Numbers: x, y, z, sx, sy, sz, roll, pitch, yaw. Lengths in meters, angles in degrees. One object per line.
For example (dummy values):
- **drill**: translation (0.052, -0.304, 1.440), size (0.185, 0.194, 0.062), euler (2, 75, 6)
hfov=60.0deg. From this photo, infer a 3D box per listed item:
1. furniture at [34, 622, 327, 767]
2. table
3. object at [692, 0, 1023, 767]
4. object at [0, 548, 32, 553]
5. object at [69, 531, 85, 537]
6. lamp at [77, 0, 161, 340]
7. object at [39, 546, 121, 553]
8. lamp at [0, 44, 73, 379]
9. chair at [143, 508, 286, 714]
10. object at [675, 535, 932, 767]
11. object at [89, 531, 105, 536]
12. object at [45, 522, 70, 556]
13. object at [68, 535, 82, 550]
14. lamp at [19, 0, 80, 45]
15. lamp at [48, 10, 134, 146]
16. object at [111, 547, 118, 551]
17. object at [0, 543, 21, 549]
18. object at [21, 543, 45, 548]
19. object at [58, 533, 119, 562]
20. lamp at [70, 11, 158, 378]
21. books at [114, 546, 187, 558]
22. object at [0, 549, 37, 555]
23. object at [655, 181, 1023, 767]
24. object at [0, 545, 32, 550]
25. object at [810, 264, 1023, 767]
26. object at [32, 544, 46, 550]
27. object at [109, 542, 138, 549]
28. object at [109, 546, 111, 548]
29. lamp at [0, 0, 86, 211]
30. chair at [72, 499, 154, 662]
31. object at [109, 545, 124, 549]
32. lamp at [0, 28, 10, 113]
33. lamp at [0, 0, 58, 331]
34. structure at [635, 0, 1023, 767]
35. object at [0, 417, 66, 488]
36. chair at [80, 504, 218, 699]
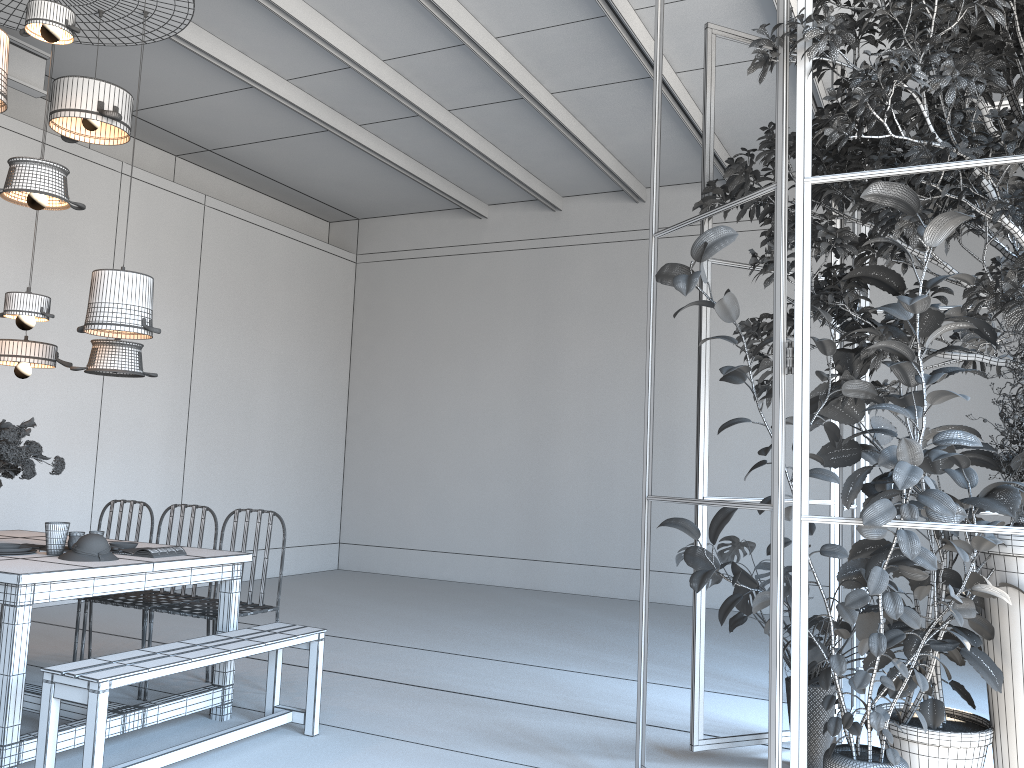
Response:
- **furniture**: translation (-1.285, 1.320, 3.640), size (0.300, 0.478, 1.260), euler (0, -6, 26)
- **table**: translation (-2.367, 1.185, 4.189), size (1.784, 0.819, 1.239), euler (0, -6, 26)
- **object**: translation (1.893, -0.414, 3.358), size (2.243, 4.154, 2.486), euler (3, -6, -2)
- **object**: translation (-2.257, 0.743, 3.949), size (0.211, 0.024, 0.211), euler (8, -8, -44)
- **object**: translation (-2.062, 0.739, 4.196), size (0.071, 0.076, 0.071), euler (7, -7, -38)
- **lamp**: translation (-1.868, -1.155, 4.386), size (0.312, 1.845, 0.352), euler (7, -7, -38)
- **object**: translation (-2.020, 0.781, 4.158), size (0.335, 0.012, 0.213), euler (2, -6, 3)
- **lamp**: translation (-2.667, -1.035, 5.005), size (0.323, 2.026, 0.404), euler (-1, -7, 29)
- **chair**: translation (-1.557, 1.159, 4.709), size (0.474, 0.975, 0.488), euler (0, -6, 26)
- **object**: translation (1.257, 1.204, 3.925), size (1.125, 1.001, 0.920), euler (0, -6, 24)
- **object**: translation (-2.076, 0.774, 4.428), size (0.071, 0.076, 0.071), euler (4, -6, -16)
- **object**: translation (-2.041, 0.694, 3.971), size (0.102, 0.146, 0.102), euler (3, -6, -9)
- **object**: translation (-2.032, 0.739, 4.127), size (0.065, 0.064, 0.065), euler (1, -6, 11)
- **lamp**: translation (-2.100, -1.840, 4.072), size (0.253, 0.564, 0.202), euler (5, -6, -25)
- **lamp**: translation (-2.267, -1.704, 4.829), size (0.505, 0.687, 0.403), euler (2, -6, 4)
- **object**: translation (-1.943, 0.774, 4.213), size (0.249, 0.017, 0.024), euler (-2, -7, 36)
- **object**: translation (-2.274, 0.733, 3.969), size (0.135, 0.029, 0.135), euler (0, -6, 19)
- **object**: translation (-2.345, 0.769, 4.191), size (0.179, 0.016, 0.182), euler (-1, -7, 31)
- **object**: translation (-1.845, 0.757, 3.869), size (0.260, 0.211, 0.236), euler (-3, -8, 44)
- **lamp**: translation (-2.044, -1.046, 4.753), size (0.301, 2.004, 0.359), euler (0, -6, 24)
- **books**: translation (-1.684, 0.778, 4.136), size (0.249, 0.041, 0.202), euler (0, -6, 24)
- **object**: translation (-2.248, 0.750, 3.951), size (0.236, 0.015, 0.236), euler (2, -6, -1)
- **object**: translation (1.193, 0.534, 3.184), size (1.253, 2.183, 1.309), euler (-2, -7, 37)
- **object**: translation (-2.257, 0.738, 3.949), size (0.211, 0.024, 0.211), euler (5, -6, -21)
- **object**: translation (1.643, 0.590, 3.658), size (0.868, 2.157, 1.270), euler (6, -7, -33)
- **object**: translation (-2.282, 0.779, 4.249), size (0.185, 0.014, 0.182), euler (1, -6, 10)
- **object**: translation (-1.911, 0.797, 4.363), size (0.133, 0.029, 0.133), euler (4, -6, -16)
- **object**: translation (-1.963, 0.771, 4.188), size (0.174, 0.019, 0.021), euler (0, -6, 24)
- **lamp**: translation (-2.198, -1.458, 4.201), size (0.301, 1.306, 0.359), euler (0, -6, 19)
- **chair**: translation (-2.459, 1.167, 5.154), size (0.474, 0.975, 0.488), euler (0, -6, 26)
- **object**: translation (-1.934, 0.773, 4.235), size (0.173, 0.026, 0.021), euler (1, -6, 10)
- **lamp**: translation (-2.435, -1.707, 4.007), size (0.346, 0.870, 0.392), euler (3, -6, -3)
- **lamp**: translation (-2.367, -1.174, 4.470), size (0.253, 1.831, 0.202), euler (5, -6, -25)
- **structure**: translation (2.199, 0.014, 3.642), size (2.994, 3.454, 2.452), euler (0, -6, 26)
- **object**: translation (-2.613, 0.432, 4.164), size (0.697, 0.654, 0.782), euler (-1, -7, 29)
- **chair**: translation (-2.002, 1.163, 4.929), size (0.474, 0.975, 0.488), euler (0, -6, 26)
